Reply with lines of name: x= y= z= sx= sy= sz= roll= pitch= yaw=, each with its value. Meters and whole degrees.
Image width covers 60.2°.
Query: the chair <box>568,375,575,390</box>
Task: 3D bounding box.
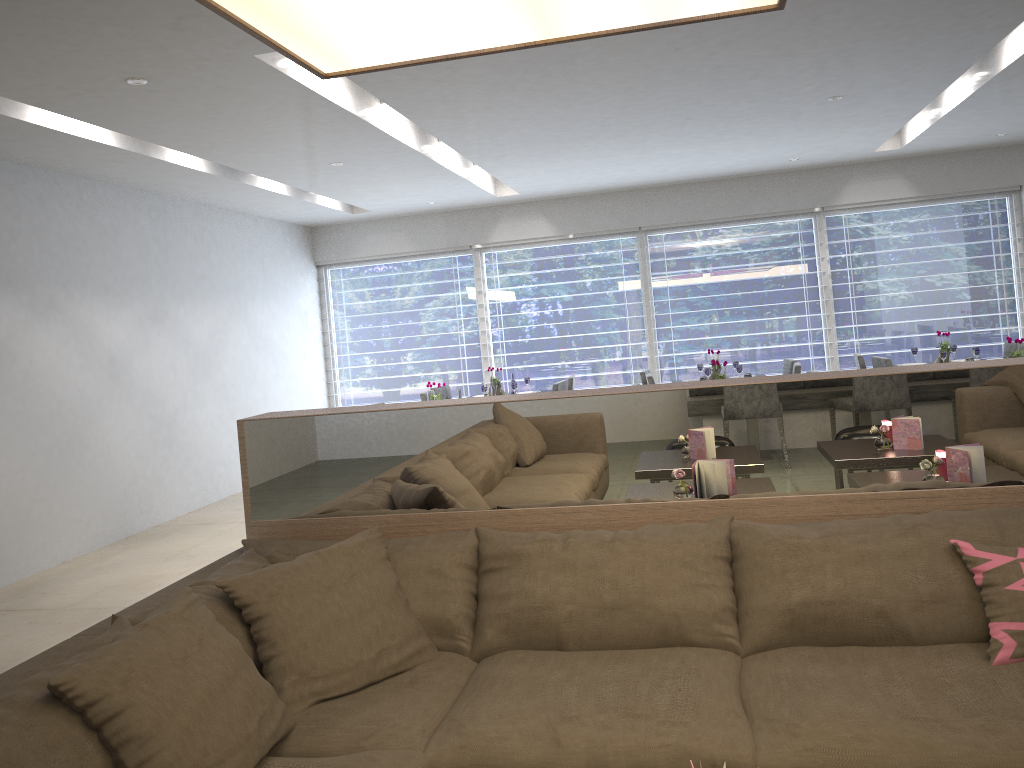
chair: x=0.320 y=0.329 z=7.562 sx=0.492 sy=0.762 sz=0.477 roll=-5 pitch=0 yaw=7

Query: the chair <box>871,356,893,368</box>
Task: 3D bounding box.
chair: x=2.967 y=0.165 z=6.475 sx=0.492 sy=0.762 sz=0.477 roll=-5 pitch=0 yaw=7

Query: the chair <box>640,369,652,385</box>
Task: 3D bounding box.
chair: x=1.364 y=0.251 z=7.341 sx=0.491 sy=0.762 sz=0.478 roll=-5 pitch=1 yaw=17

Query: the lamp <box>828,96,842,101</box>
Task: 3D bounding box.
lamp: x=2.072 y=-1.830 z=5.669 sx=0.089 sy=0.007 sz=0.089 roll=-7 pitch=4 yaw=-33

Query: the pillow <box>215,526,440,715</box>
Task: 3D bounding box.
pillow: x=-0.449 y=0.588 z=2.209 sx=0.296 sy=0.356 sz=0.505 roll=-4 pitch=2 yaw=44

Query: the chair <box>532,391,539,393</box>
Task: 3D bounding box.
chair: x=-0.040 y=0.457 z=6.097 sx=0.492 sy=0.762 sz=0.477 roll=-5 pitch=0 yaw=7

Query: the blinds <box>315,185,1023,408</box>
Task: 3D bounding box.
blinds: x=1.391 y=-0.595 z=9.000 sx=7.086 sy=2.045 sz=0.045 roll=-4 pitch=-1 yaw=12

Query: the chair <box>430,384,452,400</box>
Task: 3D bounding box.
chair: x=-0.387 y=0.383 z=7.699 sx=0.491 sy=0.762 sz=0.478 roll=-5 pitch=1 yaw=17

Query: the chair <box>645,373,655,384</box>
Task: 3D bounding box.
chair: x=1.315 y=0.290 z=6.813 sx=0.492 sy=0.762 sz=0.477 roll=-5 pitch=0 yaw=7

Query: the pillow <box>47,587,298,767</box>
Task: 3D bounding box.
pillow: x=-0.653 y=0.633 z=1.755 sx=0.312 sy=0.339 sz=0.495 roll=-5 pitch=2 yaw=6

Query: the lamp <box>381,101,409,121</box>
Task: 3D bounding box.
lamp: x=-0.653 y=-1.793 z=5.684 sx=0.226 sy=0.101 sz=0.489 roll=-4 pitch=4 yaw=12

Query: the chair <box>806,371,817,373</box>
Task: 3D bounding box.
chair: x=1.768 y=0.321 z=5.717 sx=0.492 sy=0.762 sz=0.477 roll=-5 pitch=0 yaw=7

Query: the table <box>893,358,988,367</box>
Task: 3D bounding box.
table: x=3.326 y=0.183 z=6.668 sx=0.776 sy=0.634 sz=1.192 roll=-5 pitch=3 yaw=12

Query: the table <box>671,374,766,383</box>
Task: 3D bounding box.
table: x=1.675 y=0.308 z=7.006 sx=0.776 sy=0.634 sz=1.192 roll=-5 pitch=3 yaw=12

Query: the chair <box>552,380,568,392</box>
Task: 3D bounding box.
chair: x=0.203 y=0.374 z=7.030 sx=0.491 sy=0.762 sz=0.478 roll=-5 pitch=1 yaw=17

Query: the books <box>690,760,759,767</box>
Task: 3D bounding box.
books: x=0.329 y=0.635 z=1.180 sx=0.143 sy=0.164 sz=0.257 roll=-6 pitch=2 yaw=-24

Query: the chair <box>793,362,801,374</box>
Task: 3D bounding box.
chair: x=1.955 y=0.242 z=6.672 sx=0.491 sy=0.762 sz=0.478 roll=-5 pitch=1 yaw=17

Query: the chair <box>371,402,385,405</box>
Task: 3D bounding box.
chair: x=-0.752 y=0.512 z=6.224 sx=0.491 sy=0.762 sz=0.478 roll=-5 pitch=1 yaw=17

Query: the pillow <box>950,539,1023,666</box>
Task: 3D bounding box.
pillow: x=1.261 y=0.480 z=1.979 sx=0.463 sy=0.252 sz=0.180 roll=-5 pitch=1 yaw=7

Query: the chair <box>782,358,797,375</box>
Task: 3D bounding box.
chair: x=2.072 y=0.197 z=7.204 sx=0.492 sy=0.762 sz=0.477 roll=-5 pitch=0 yaw=7

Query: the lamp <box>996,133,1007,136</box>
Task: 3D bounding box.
lamp: x=4.217 y=-2.147 z=7.616 sx=0.089 sy=0.007 sz=0.089 roll=-7 pitch=4 yaw=-33

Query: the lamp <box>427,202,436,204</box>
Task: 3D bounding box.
lamp: x=-0.786 y=-1.769 z=8.640 sx=0.089 sy=0.007 sz=0.089 roll=-7 pitch=4 yaw=-33

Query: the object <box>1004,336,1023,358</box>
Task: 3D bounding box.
object: x=2.964 y=-0.146 z=5.195 sx=0.104 sy=0.276 sz=0.155 roll=-5 pitch=0 yaw=9

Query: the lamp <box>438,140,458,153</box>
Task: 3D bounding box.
lamp: x=-0.401 y=-1.896 z=6.920 sx=0.226 sy=0.101 sz=0.489 roll=-4 pitch=4 yaw=12

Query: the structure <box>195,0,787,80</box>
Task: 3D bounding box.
structure: x=0.427 y=-1.074 z=0.826 sx=2.438 sy=0.618 sz=2.454 roll=-4 pitch=4 yaw=12

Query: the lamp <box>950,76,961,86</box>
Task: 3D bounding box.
lamp: x=3.000 y=-2.153 z=6.224 sx=0.226 sy=0.101 sz=0.489 roll=-4 pitch=4 yaw=12

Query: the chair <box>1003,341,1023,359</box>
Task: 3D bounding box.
chair: x=3.723 y=0.072 z=6.866 sx=0.492 sy=0.762 sz=0.477 roll=-5 pitch=0 yaw=7

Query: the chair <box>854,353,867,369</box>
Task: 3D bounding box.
chair: x=3.016 y=0.126 z=7.003 sx=0.491 sy=0.762 sz=0.478 roll=-5 pitch=1 yaw=17

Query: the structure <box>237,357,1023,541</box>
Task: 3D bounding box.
structure: x=1.034 y=0.469 z=2.527 sx=3.767 sy=1.009 sz=0.224 roll=-4 pitch=0 yaw=12

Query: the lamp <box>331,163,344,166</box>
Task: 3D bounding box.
lamp: x=-1.253 y=-1.578 z=6.349 sx=0.089 sy=0.007 sz=0.089 roll=-7 pitch=4 yaw=-33

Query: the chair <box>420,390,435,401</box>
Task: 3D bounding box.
chair: x=-0.436 y=0.422 z=7.171 sx=0.492 sy=0.762 sz=0.477 roll=-5 pitch=0 yaw=7

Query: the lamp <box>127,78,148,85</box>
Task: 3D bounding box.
lamp: x=-1.721 y=-1.388 z=4.059 sx=0.089 sy=0.007 sz=0.089 roll=-7 pitch=4 yaw=-33

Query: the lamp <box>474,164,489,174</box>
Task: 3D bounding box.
lamp: x=-0.178 y=-1.987 z=8.011 sx=0.226 sy=0.101 sz=0.489 roll=-4 pitch=4 yaw=12

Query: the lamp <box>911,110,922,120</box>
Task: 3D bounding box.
lamp: x=3.223 y=-2.244 z=7.315 sx=0.226 sy=0.101 sz=0.489 roll=-4 pitch=4 yaw=12

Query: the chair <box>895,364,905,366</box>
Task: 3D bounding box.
chair: x=2.712 y=0.250 z=5.515 sx=0.491 sy=0.762 sz=0.478 roll=-5 pitch=1 yaw=17

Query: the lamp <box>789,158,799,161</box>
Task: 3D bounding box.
lamp: x=2.539 y=-2.020 z=7.959 sx=0.089 sy=0.007 sz=0.089 roll=-7 pitch=4 yaw=-33

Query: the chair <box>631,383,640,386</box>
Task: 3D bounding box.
chair: x=1.060 y=0.375 z=5.853 sx=0.491 sy=0.762 sz=0.478 roll=-5 pitch=1 yaw=17

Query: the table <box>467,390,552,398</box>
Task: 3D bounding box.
table: x=-0.077 y=0.440 z=7.364 sx=0.776 sy=0.634 sz=1.192 roll=-5 pitch=3 yaw=12

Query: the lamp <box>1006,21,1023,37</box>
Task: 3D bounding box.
lamp: x=2.748 y=-2.050 z=4.988 sx=0.226 sy=0.101 sz=0.489 roll=-4 pitch=4 yaw=12
